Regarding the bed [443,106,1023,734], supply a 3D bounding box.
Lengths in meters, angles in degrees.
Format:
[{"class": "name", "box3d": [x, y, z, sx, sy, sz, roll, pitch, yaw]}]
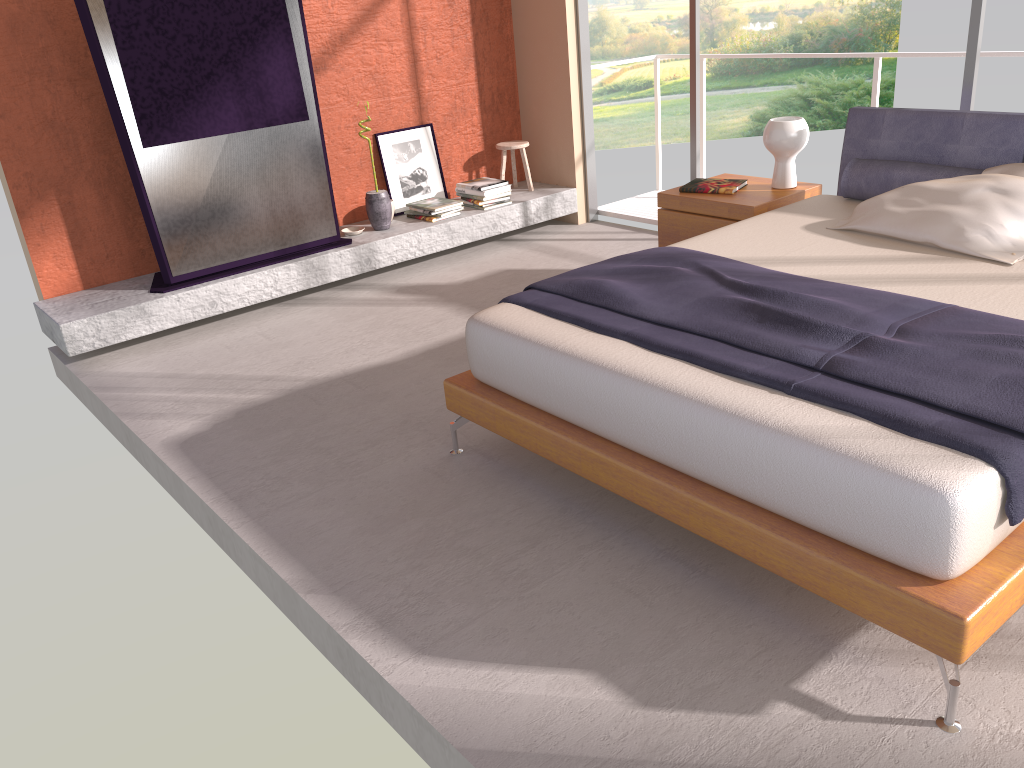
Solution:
[{"class": "bed", "box3d": [1.275, -0.302, 3.206, 2.462, 0.959, 2.017, -22, 29, -33]}]

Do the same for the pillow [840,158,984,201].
[{"class": "pillow", "box3d": [2.069, -0.786, 3.688, 0.205, 0.201, 1.470, -22, 29, -33]}]

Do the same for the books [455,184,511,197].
[{"class": "books", "box3d": [-0.198, -1.354, 6.152, 0.247, 0.038, 0.319, -24, 30, -35]}]

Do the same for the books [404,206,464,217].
[{"class": "books", "box3d": [-0.525, -1.172, 5.989, 0.328, 0.018, 0.247, 12, 29, 34]}]

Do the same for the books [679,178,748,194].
[{"class": "books", "box3d": [1.066, -1.045, 4.685, 0.287, 0.025, 0.247, 10, 28, 31]}]

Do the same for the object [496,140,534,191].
[{"class": "object", "box3d": [0.029, -1.578, 6.455, 0.260, 0.349, 0.257, 4, 26, 21]}]

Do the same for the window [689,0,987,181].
[{"class": "window", "box3d": [2.960, -1.578, 3.031, 0.075, 3.133, 6.106, -22, 29, -33]}]

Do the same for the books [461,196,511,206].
[{"class": "books", "box3d": [-0.184, -1.293, 6.160, 0.247, 0.025, 0.287, -17, 26, -24]}]

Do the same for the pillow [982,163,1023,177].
[{"class": "pillow", "box3d": [2.083, -0.659, 3.374, 0.400, 0.265, 0.791, -21, 28, -31]}]

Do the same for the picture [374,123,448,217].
[{"class": "picture", "box3d": [-0.684, -1.481, 6.120, 0.458, 0.550, 0.117, -22, 29, -33]}]

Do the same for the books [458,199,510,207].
[{"class": "books", "box3d": [-0.195, -1.282, 6.189, 0.247, 0.018, 0.287, -22, 29, -33]}]

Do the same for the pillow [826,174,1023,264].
[{"class": "pillow", "box3d": [1.717, -0.687, 3.540, 0.431, 0.264, 0.869, -18, 27, -26]}]

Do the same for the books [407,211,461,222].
[{"class": "books", "box3d": [-0.528, -1.145, 5.985, 0.247, 0.025, 0.287, -24, 30, -36]}]

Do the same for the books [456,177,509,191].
[{"class": "books", "box3d": [-0.205, -1.385, 6.143, 0.247, 0.025, 0.287, -22, 29, -33]}]

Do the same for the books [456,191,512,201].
[{"class": "books", "box3d": [-0.196, -1.325, 6.165, 0.247, 0.027, 0.328, -21, 28, -32]}]

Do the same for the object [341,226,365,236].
[{"class": "object", "box3d": [-1.023, -0.978, 5.718, 0.152, 0.040, 0.152, -6, 24, -1]}]

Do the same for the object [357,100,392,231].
[{"class": "object", "box3d": [-0.883, -1.378, 5.617, 0.165, 0.810, 0.165, -11, 24, -12]}]

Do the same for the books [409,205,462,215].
[{"class": "books", "box3d": [-0.515, -1.189, 5.971, 0.247, 0.025, 0.287, -21, 28, -31]}]

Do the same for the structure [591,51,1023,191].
[{"class": "structure", "box3d": [3.236, -0.860, 3.790, 0.728, 1.005, 7.689, -22, 29, -33]}]

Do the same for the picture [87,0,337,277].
[{"class": "picture", "box3d": [-1.569, -1.447, 4.885, 1.129, 1.496, 0.126, -22, 29, -33]}]

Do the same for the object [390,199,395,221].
[{"class": "object", "box3d": [-0.870, -1.153, 5.941, 0.179, 0.137, 0.180, -16, 26, -22]}]

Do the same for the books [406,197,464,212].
[{"class": "books", "box3d": [-0.521, -1.210, 5.965, 0.247, 0.018, 0.328, -24, 30, -36]}]

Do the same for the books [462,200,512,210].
[{"class": "books", "box3d": [-0.190, -1.264, 6.192, 0.247, 0.018, 0.328, -21, 28, -32]}]

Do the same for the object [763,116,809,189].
[{"class": "object", "box3d": [1.391, -1.175, 4.515, 0.224, 0.338, 0.224, -16, 26, -23]}]

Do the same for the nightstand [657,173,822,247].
[{"class": "nightstand", "box3d": [1.210, -0.770, 4.755, 0.562, 0.556, 0.628, -22, 29, -33]}]
